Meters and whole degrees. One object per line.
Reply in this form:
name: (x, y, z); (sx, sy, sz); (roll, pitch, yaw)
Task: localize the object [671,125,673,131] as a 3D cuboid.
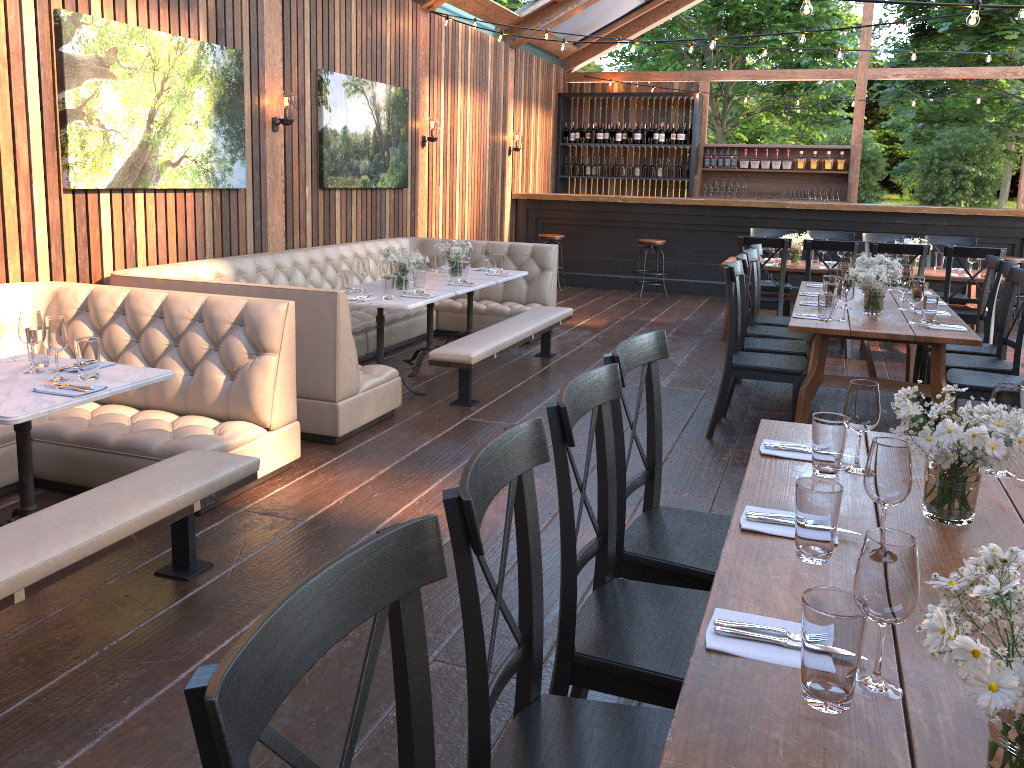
object: (2.480, -3.846, 13.657); (0.077, 0.303, 0.077); (9, 12, 35)

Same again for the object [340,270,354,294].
object: (-1.122, -0.694, 6.018); (0.092, 0.156, 0.093); (3, 10, 6)

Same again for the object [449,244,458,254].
object: (-0.498, -1.062, 7.488); (0.092, 0.242, 0.093); (-4, 11, -28)

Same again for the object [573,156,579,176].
object: (1.027, -3.491, 14.173); (0.094, 0.305, 0.095); (-1, 10, -15)

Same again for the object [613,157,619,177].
object: (1.639, -3.420, 13.939); (0.094, 0.305, 0.095); (5, 10, 20)

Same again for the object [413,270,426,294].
object: (-0.642, -0.710, 6.143); (0.092, 0.156, 0.093); (3, 10, 6)

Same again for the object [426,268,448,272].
object: (-0.599, -0.986, 7.638); (0.255, 0.019, 0.159); (6, 14, 19)

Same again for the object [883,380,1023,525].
object: (1.031, 0.160, 2.026); (0.337, 0.306, 0.332); (-6, 14, -33)

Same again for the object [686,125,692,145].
object: (2.699, -3.798, 13.489); (0.076, 0.299, 0.076); (9, 12, 35)

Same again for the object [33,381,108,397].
object: (-1.631, 0.011, 3.235); (0.255, 0.019, 0.159); (6, 14, 19)

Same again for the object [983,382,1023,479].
object: (1.315, 0.123, 2.362); (0.092, 0.242, 0.093); (6, 11, 22)

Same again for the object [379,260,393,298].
object: (-0.839, -0.698, 5.883); (0.092, 0.242, 0.093); (-3, 11, -22)

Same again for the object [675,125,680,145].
object: (2.571, -3.850, 13.677); (0.077, 0.306, 0.078); (1, 10, -2)

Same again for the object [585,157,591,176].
object: (1.222, -3.479, 14.143); (0.094, 0.305, 0.095); (5, 10, 16)

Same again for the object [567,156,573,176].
object: (0.939, -3.498, 14.195); (0.095, 0.305, 0.095); (6, 11, 24)

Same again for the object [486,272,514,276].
object: (-0.122, -0.929, 7.451); (0.255, 0.019, 0.159); (6, 14, 19)

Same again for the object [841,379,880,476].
object: (0.925, 0.115, 2.351); (0.093, 0.242, 0.093); (11, 14, 44)

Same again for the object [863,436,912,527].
object: (0.764, 0.235, 1.809); (0.092, 0.242, 0.093); (-4, 11, -28)

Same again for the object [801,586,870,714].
object: (0.464, 0.389, 1.287); (0.092, 0.156, 0.092); (-8, 14, -43)

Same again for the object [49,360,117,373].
object: (-1.751, -0.074, 3.585); (0.158, 0.019, 0.258); (6, 14, 19)

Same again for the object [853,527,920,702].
object: (0.557, 0.344, 1.327); (0.092, 0.242, 0.093); (5, 10, 16)

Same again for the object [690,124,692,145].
object: (2.741, -3.831, 13.588); (0.081, 0.320, 0.082); (1, 10, -2)

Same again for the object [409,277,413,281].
object: (-0.850, -0.830, 6.939); (0.255, 0.019, 0.159); (6, 14, 19)

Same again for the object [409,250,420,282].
object: (-0.749, -0.906, 6.789); (0.092, 0.242, 0.093); (-4, 11, -28)

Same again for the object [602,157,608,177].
object: (1.484, -3.449, 14.049); (0.094, 0.305, 0.095); (4, 10, 15)

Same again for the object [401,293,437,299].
object: (-0.651, -0.604, 5.990); (0.255, 0.019, 0.159); (6, 14, 19)

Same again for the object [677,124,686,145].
object: (2.593, -3.818, 13.539); (0.136, 0.312, 0.137); (6, 11, 26)

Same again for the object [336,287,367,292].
object: (-1.117, -0.664, 6.194); (0.255, 0.019, 0.159); (6, 14, 19)

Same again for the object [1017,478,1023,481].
object: (1.426, 0.268, 2.241); (0.255, 0.019, 0.159); (6, 14, 19)

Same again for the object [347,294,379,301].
object: (-0.976, -0.569, 5.804); (0.158, 0.019, 0.258); (6, 14, 19)

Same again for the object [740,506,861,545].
object: (0.641, 0.309, 1.970); (0.255, 0.019, 0.159); (6, 14, 19)

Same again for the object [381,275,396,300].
object: (-0.808, -0.631, 5.787); (0.092, 0.156, 0.093); (3, 10, 6)

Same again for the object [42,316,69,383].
object: (-1.725, -0.133, 3.348); (0.092, 0.242, 0.093); (6, 11, 22)

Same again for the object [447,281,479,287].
object: (-0.385, -0.763, 6.708); (0.255, 0.019, 0.159); (6, 14, 19)

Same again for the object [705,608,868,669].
object: (0.454, 0.424, 1.472); (0.255, 0.019, 0.159); (6, 14, 19)

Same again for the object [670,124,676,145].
object: (2.471, -3.821, 13.540); (0.078, 0.309, 0.079); (4, 10, 14)

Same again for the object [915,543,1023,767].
object: (0.653, 0.375, 1.058); (0.336, 0.306, 0.332); (5, 12, 15)

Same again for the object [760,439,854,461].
object: (0.838, 0.188, 2.516); (0.255, 0.019, 0.159); (6, 14, 19)

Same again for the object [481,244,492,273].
object: (-0.217, -1.072, 7.564); (0.092, 0.242, 0.093); (-4, 11, -28)

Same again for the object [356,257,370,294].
object: (-1.017, -0.740, 6.043); (0.092, 0.242, 0.093); (-3, 11, -22)

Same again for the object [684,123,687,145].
object: (2.672, -3.853, 13.656); (0.087, 0.331, 0.088); (2, 10, -1)

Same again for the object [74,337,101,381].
object: (-1.622, -0.095, 3.387); (0.092, 0.156, 0.093); (3, 10, 6)

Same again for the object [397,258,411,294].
object: (-0.746, -0.747, 6.104); (0.092, 0.242, 0.093); (-3, 11, -22)

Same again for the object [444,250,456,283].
object: (-0.480, -0.906, 6.821); (0.092, 0.242, 0.093); (-4, 11, -28)

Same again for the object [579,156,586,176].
object: (1.133, -3.489, 14.176); (0.095, 0.305, 0.095); (-8, 13, -43)

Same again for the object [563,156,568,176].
object: (0.869, -3.521, 14.284); (0.094, 0.305, 0.095); (3, 10, 6)

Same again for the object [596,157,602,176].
object: (1.377, -3.451, 14.043); (0.095, 0.305, 0.094); (10, 13, 40)

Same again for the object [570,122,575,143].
object: (0.973, -4.008, 14.118); (0.087, 0.331, 0.088); (2, 10, -1)

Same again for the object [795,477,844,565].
object: (0.617, 0.279, 1.795); (0.092, 0.156, 0.093); (-1, 11, -14)

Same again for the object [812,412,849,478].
object: (0.831, 0.161, 2.326); (0.092, 0.156, 0.092); (-5, 13, -34)

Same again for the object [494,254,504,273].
object: (-0.113, -1.035, 7.603); (0.092, 0.156, 0.093); (3, 10, 6)

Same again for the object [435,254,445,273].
object: (-0.604, -1.016, 7.463); (0.092, 0.156, 0.093); (3, 10, 6)

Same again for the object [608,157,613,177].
object: (1.570, -3.437, 14.004); (0.094, 0.305, 0.095); (-8, 14, -44)

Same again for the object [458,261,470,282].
object: (-0.377, -0.869, 6.860); (0.092, 0.156, 0.093); (3, 10, 6)

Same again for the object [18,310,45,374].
object: (-1.882, -0.165, 3.470); (0.092, 0.242, 0.093); (-3, 11, -22)

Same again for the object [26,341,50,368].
object: (-1.915, -0.148, 3.580); (0.092, 0.156, 0.092); (-5, 13, -34)
